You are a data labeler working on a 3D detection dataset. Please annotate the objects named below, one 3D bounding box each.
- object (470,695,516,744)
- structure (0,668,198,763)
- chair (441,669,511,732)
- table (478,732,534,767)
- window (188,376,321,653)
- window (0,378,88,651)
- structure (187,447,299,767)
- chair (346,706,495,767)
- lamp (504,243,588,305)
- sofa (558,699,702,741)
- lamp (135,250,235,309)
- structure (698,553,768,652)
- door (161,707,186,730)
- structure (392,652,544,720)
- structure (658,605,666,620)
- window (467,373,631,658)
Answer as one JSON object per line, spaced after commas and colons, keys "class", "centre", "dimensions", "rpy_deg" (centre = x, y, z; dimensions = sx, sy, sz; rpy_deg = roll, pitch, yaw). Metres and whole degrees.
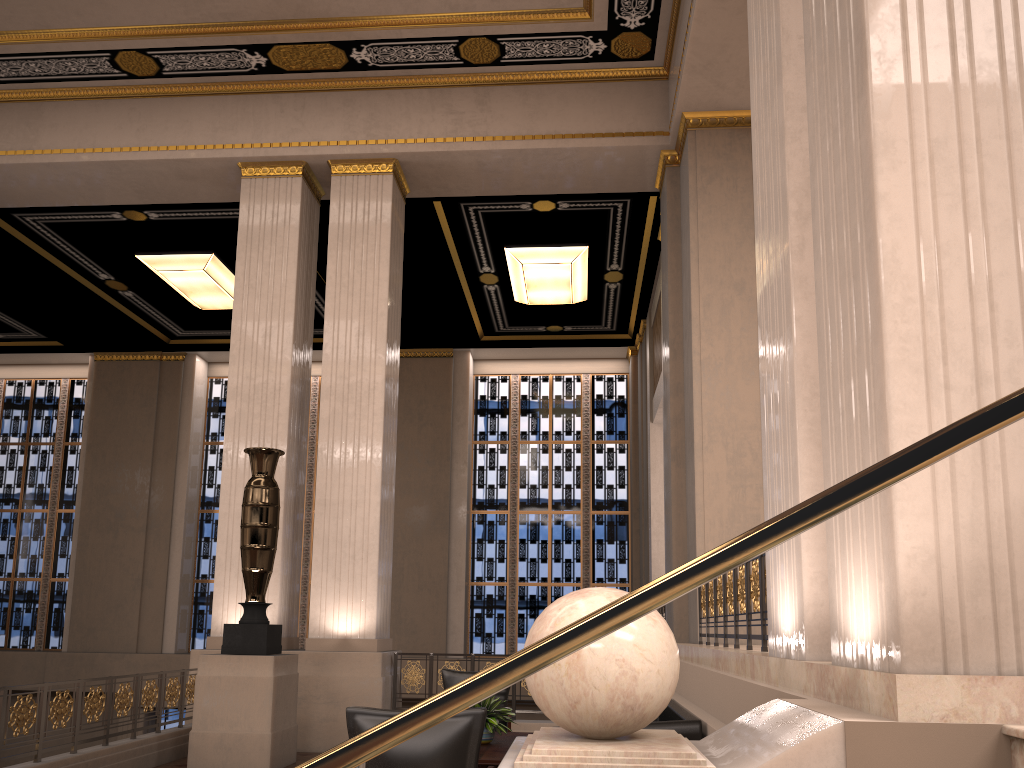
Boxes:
{"class": "object", "centre": [-0.223, 2.246, 5.989], "dimensions": [0.506, 0.369, 0.533], "rpy_deg": [-9, -17, 36]}
{"class": "structure", "centre": [-3.256, 2.398, 6.291], "dimensions": [0.079, 0.525, 5.053], "rpy_deg": [0, -16, 4]}
{"class": "chair", "centre": [-0.316, 2.917, 7.644], "dimensions": [0.647, 0.828, 0.733], "rpy_deg": [1, -12, 0]}
{"class": "table", "centre": [-0.213, 2.645, 5.935], "dimensions": [0.839, 0.426, 1.510], "rpy_deg": [0, -15, 4]}
{"class": "window", "centre": [-4.555, 2.449, 16.889], "dimensions": [2.987, 5.259, 0.070], "rpy_deg": [0, -10, 4]}
{"class": "window", "centre": [-9.643, 2.490, 17.283], "dimensions": [2.987, 5.259, 0.070], "rpy_deg": [0, -10, 4]}
{"class": "structure", "centre": [-2.301, 1.960, 7.842], "dimensions": [0.700, 2.736, 0.714], "rpy_deg": [0, -10, 4]}
{"class": "chair", "centre": [-0.426, 1.968, 4.250], "dimensions": [0.647, 0.828, 0.733], "rpy_deg": [0, -12, 4]}
{"class": "lamp", "centre": [0.551, -1.580, 13.234], "dimensions": [1.167, 0.210, 2.064], "rpy_deg": [0, -16, 4]}
{"class": "sofa", "centre": [0.705, 2.509, 5.889], "dimensions": [0.875, 0.692, 1.967], "rpy_deg": [0, -15, 4]}
{"class": "lamp", "centre": [-4.784, -1.537, 13.647], "dimensions": [1.167, 0.210, 2.064], "rpy_deg": [0, -16, 4]}
{"class": "structure", "centre": [1.537, 1.506, 6.061], "dimensions": [0.032, 0.611, 3.781], "rpy_deg": [0, -15, 4]}
{"class": "door", "centre": [-5.755, 7.125, 15.709], "dimensions": [1.491, 2.673, 0.158], "rpy_deg": [0, -10, 4]}
{"class": "structure", "centre": [0.045, 3.065, 8.914], "dimensions": [2.534, 0.643, 0.033], "rpy_deg": [0, -10, 4]}
{"class": "structure", "centre": [2.169, 3.136, 12.430], "dimensions": [0.031, 0.654, 2.206], "rpy_deg": [0, -15, 4]}
{"class": "window", "centre": [0.709, 2.406, 16.482], "dimensions": [2.987, 5.259, 0.070], "rpy_deg": [0, -10, 4]}
